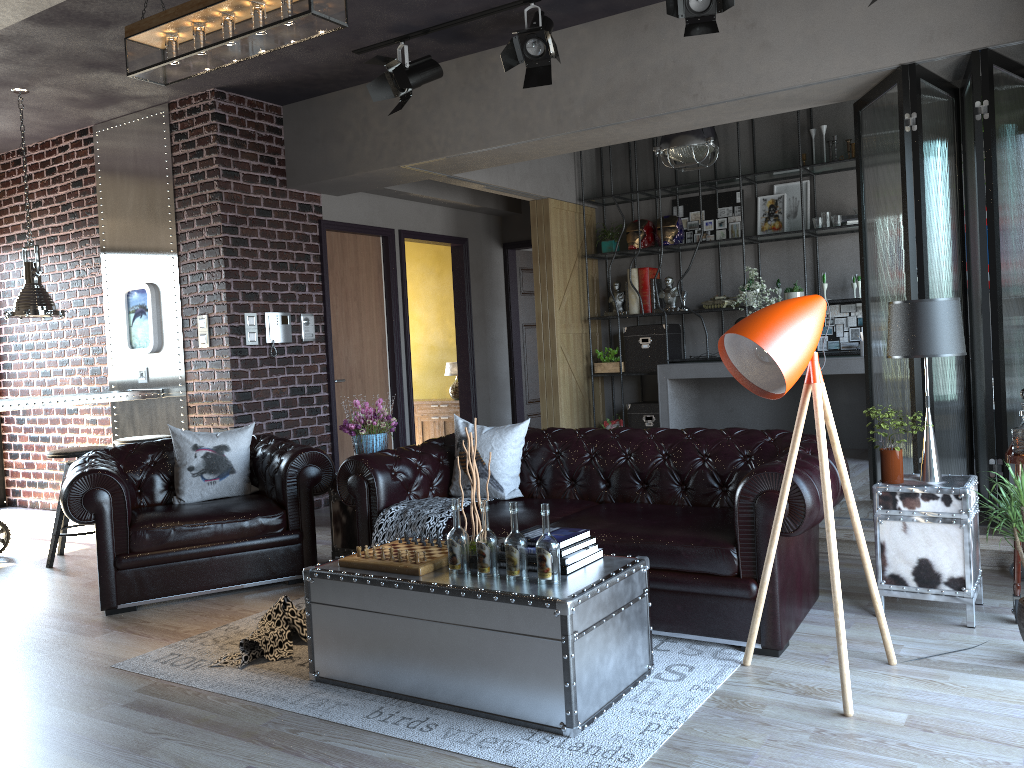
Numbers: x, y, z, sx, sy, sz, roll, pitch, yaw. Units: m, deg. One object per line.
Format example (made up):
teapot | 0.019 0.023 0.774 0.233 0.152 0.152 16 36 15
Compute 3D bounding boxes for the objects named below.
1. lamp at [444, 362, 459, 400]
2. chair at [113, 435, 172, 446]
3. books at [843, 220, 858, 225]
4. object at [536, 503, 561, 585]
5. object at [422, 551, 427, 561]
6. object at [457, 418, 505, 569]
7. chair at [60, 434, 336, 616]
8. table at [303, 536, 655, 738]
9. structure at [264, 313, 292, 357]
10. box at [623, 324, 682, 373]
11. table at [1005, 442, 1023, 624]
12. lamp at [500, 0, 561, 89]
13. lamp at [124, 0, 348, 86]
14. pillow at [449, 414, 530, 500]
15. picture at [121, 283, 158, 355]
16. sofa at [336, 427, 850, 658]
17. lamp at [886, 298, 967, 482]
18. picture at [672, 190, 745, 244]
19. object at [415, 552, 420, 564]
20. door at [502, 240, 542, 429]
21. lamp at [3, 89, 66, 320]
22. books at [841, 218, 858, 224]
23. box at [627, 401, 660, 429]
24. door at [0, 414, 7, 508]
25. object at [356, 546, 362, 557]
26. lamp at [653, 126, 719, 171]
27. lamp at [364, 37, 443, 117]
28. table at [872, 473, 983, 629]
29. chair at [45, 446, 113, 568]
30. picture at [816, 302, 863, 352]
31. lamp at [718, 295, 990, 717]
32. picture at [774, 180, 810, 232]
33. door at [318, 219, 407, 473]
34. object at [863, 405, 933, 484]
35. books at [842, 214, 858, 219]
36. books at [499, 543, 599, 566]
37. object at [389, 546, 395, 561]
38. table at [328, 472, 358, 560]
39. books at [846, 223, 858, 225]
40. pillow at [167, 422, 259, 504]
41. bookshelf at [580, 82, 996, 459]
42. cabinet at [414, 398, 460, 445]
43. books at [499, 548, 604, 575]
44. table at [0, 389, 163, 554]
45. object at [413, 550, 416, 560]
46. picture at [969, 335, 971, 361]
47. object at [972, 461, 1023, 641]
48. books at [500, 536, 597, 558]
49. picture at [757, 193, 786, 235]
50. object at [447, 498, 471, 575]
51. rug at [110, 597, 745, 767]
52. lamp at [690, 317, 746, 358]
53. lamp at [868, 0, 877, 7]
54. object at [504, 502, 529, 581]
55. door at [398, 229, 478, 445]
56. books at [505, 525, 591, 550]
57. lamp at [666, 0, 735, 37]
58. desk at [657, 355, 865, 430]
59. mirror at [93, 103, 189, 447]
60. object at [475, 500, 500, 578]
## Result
lamp | -0.600 0.267 10.204 0.291 1.044 0.441 -3 2 6
chair | -2.817 0.799 6.843 0.438 0.781 0.439 -3 2 11
books | 3.108 -1.458 8.043 0.166 0.024 0.227 -3 2 12
object | 0.128 0.579 3.209 0.088 0.290 0.084 -2 2 38
object | -0.347 0.680 3.511 0.017 0.037 0.017 -2 2 26
object | -0.137 0.428 3.547 0.156 0.583 0.185 -2 2 33
chair | -1.956 0.776 5.495 1.493 0.845 1.245 -4 2 -27
table | -0.144 0.946 3.559 1.254 0.469 0.684 -2 2 33
structure | -1.934 -0.410 7.399 0.068 0.370 0.279 -2 2 33
box | 1.440 -0.367 9.058 0.488 0.481 0.374 -2 2 33
table | 2.524 0.651 4.069 0.438 0.732 0.804 -2 2 29
lamp | 0.147 -2.118 5.534 0.359 0.525 0.541 -2 2 18
lamp | -1.340 -2.093 4.122 1.277 1.108 0.228 -2 2 33
pillow | -0.138 0.406 5.085 0.528 0.469 0.283 -2 2 36
picture | -3.166 -0.552 7.536 0.412 0.599 0.047 -2 2 33
sofa | 0.420 0.686 4.664 2.565 0.838 1.240 -2 2 32
lamp | 1.908 0.030 4.074 0.333 0.831 0.333 -2 2 35
picture | 1.965 -1.654 8.920 0.749 0.503 0.058 -2 2 33
object | -0.370 0.681 3.472 0.019 0.040 0.019 -2 2 37
door | 0.728 -0.421 10.561 1.149 2.543 1.129 -2 2 33
lamp | -3.705 -1.371 6.787 0.411 1.736 0.411 -4 2 -35
books | 3.119 -1.482 8.037 0.243 0.024 0.175 -2 3 29
box | 1.482 0.416 9.078 0.488 0.481 0.374 -2 2 33
door | -5.681 -0.046 8.027 0.111 2.680 2.003 -2 2 33
object | -0.628 0.688 3.639 0.019 0.040 0.019 -2 2 37
lamp | 1.411 -2.345 7.296 0.534 1.148 0.516 -3 2 10
lamp | -0.718 -2.101 6.087 0.559 0.512 0.359 -4 2 -37
table | 1.919 0.744 4.091 0.405 0.609 0.418 -2 2 33
chair | -3.020 0.838 6.246 0.450 0.774 0.450 -4 2 -17
picture | 3.145 -0.530 8.190 0.665 0.447 0.051 -2 2 33
lamp | 2.645 0.300 3.707 3.832 1.456 0.583 -4 2 -15
picture | 2.660 -1.663 8.438 0.332 0.514 0.119 -2 2 33
door | -1.442 -0.216 8.342 0.219 2.539 1.003 -2 2 33
object | 1.773 0.271 4.107 0.297 0.362 0.270 -3 2 -12
books | 3.106 -1.508 8.036 0.225 0.029 0.179 -2 2 25
books | 0.140 0.659 3.492 0.315 0.026 0.270 -2 3 33
object | -0.481 0.675 3.542 0.025 0.058 0.025 -3 2 -12
table | -0.840 0.835 5.477 0.417 0.609 0.406 -2 2 33
books | 3.114 -1.430 8.035 0.179 0.034 0.243 -2 2 16
pillow | -1.885 0.482 5.630 0.541 0.502 0.290 -4 2 -19
bookshelf | 2.786 -0.994 8.171 4.482 3.281 0.527 -2 2 33
cabinet | -0.992 0.563 10.469 1.431 0.750 0.408 -2 2 33
books | 0.148 0.689 3.503 0.324 0.035 0.306 -2 3 33
table | -3.536 0.659 6.930 0.656 1.129 1.600 -2 2 33
object | -0.386 0.681 3.536 0.017 0.037 0.017 -2 2 26
picture | 3.734 -0.296 7.425 0.313 0.212 0.049 -2 2 33
object | 2.047 0.653 3.432 0.621 0.825 0.577 -4 2 -18
books | 0.145 0.632 3.502 0.282 0.026 0.266 -1 3 35
picture | 2.491 -1.606 8.500 0.267 0.413 0.101 -2 2 33
object | -0.209 0.588 3.426 0.088 0.290 0.084 -2 2 38
rug | -0.132 1.150 4.202 2.474 0.003 2.255 -2 3 33
lamp | 2.048 -0.454 8.694 0.205 0.371 0.739 -4 2 -33
lamp | 1.892 -2.169 4.402 0.561 0.519 0.359 -3 2 -7
object | 0.014 0.582 3.282 0.088 0.290 0.084 -2 2 38
door | -1.182 -0.280 9.563 1.098 2.543 1.150 -2 2 33
books | 0.143 0.604 3.501 0.251 0.030 0.237 -1 3 34
lamp | 1.048 -2.154 4.952 0.359 0.503 0.554 -3 2 13
desk | 2.521 0.210 8.208 2.129 0.885 0.845 -2 2 33
mirror | -3.146 -0.554 7.567 1.048 3.459 0.050 -2 2 33
object | -0.095 0.585 3.353 0.088 0.290 0.084 -2 2 38
